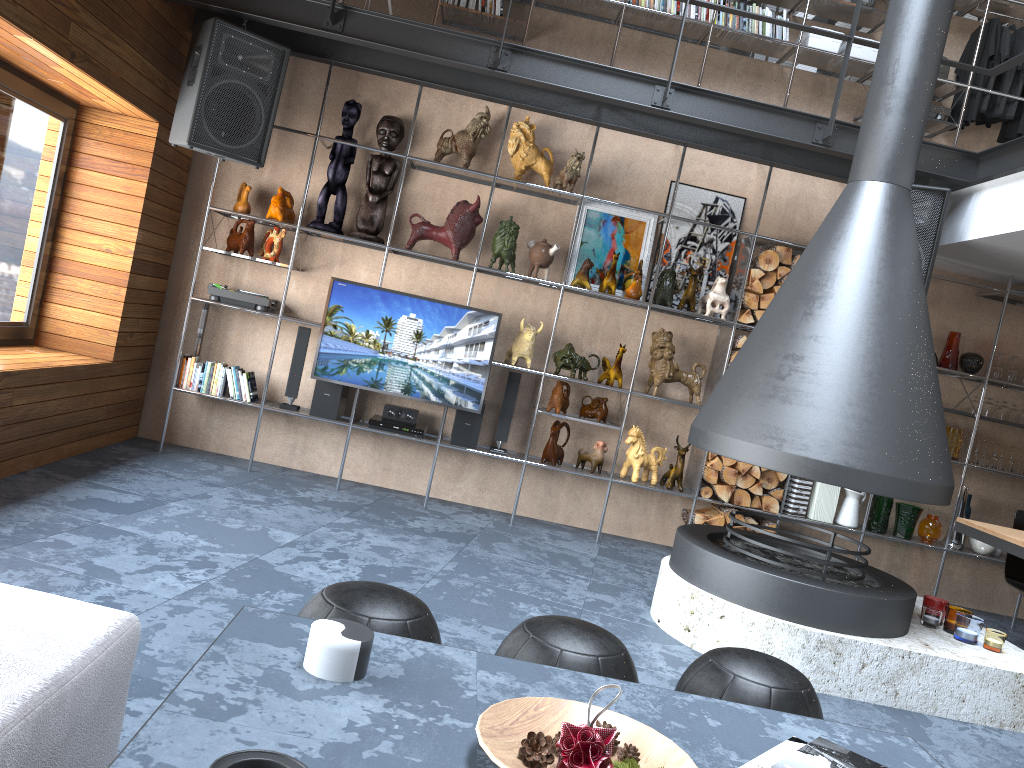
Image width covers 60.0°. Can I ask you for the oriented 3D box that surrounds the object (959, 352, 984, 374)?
[{"bbox_3d":[3.023,-0.133,5.844,0.148,0.149,0.149,14,3,40],"label":"object"}]

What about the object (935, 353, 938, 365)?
[{"bbox_3d":[2.752,-0.171,5.835,0.109,0.109,0.108,13,3,23],"label":"object"}]

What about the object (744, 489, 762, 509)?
[{"bbox_3d":[1.574,0.755,5.867,0.087,0.095,0.303,12,3,-3],"label":"object"}]

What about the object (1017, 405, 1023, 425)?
[{"bbox_3d":[3.388,0.208,5.853,0.092,0.124,0.092,13,3,23],"label":"object"}]

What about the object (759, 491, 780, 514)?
[{"bbox_3d":[1.664,0.765,5.843,0.126,0.112,0.287,12,3,-3],"label":"object"}]

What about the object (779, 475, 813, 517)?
[{"bbox_3d":[1.876,0.689,5.844,0.139,0.347,0.140,11,3,-23],"label":"object"}]

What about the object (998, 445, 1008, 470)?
[{"bbox_3d":[3.324,0.495,6.025,0.081,0.170,0.081,12,3,-7],"label":"object"}]

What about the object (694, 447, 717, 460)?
[{"bbox_3d":[1.289,0.432,5.830,0.097,0.120,0.308,12,3,-8],"label":"object"}]

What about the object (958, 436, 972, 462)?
[{"bbox_3d":[3.095,0.446,6.024,0.081,0.170,0.081,13,3,23],"label":"object"}]

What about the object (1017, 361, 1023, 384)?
[{"bbox_3d":[3.466,-0.061,5.997,0.071,0.184,0.070,11,3,-27],"label":"object"}]

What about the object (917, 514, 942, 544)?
[{"bbox_3d":[2.777,0.964,5.893,0.145,0.188,0.145,12,3,-11],"label":"object"}]

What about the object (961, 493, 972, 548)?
[{"bbox_3d":[3.060,0.924,6.045,0.099,0.372,0.099,10,4,-44],"label":"object"}]

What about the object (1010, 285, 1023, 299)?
[{"bbox_3d":[3.494,-0.630,5.921,0.311,0.164,0.322,11,3,-15],"label":"object"}]

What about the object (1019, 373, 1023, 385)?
[{"bbox_3d":[3.400,-0.068,5.850,0.071,0.184,0.070,11,3,-27],"label":"object"}]

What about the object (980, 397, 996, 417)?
[{"bbox_3d":[3.138,0.155,5.846,0.092,0.124,0.092,13,3,23],"label":"object"}]

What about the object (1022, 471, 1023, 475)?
[{"bbox_3d":[3.452,0.530,5.889,0.081,0.170,0.081,13,3,23],"label":"object"}]

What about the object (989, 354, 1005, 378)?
[{"bbox_3d":[3.266,-0.104,5.980,0.071,0.184,0.070,11,3,-27],"label":"object"}]

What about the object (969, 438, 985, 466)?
[{"bbox_3d":[3.075,0.449,5.868,0.081,0.170,0.081,13,3,23],"label":"object"}]

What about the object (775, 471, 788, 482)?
[{"bbox_3d":[1.721,0.560,5.855,0.111,0.121,0.310,12,3,-4],"label":"object"}]

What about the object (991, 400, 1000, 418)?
[{"bbox_3d":[3.285,0.178,6.021,0.092,0.124,0.092,13,3,23],"label":"object"}]

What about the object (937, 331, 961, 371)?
[{"bbox_3d":[2.889,-0.215,5.837,0.126,0.254,0.127,14,3,40],"label":"object"}]

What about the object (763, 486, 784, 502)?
[{"bbox_3d":[1.698,0.701,5.865,0.095,0.088,0.303,12,3,-5],"label":"object"}]

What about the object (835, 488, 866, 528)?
[{"bbox_3d":[2.241,0.818,5.871,0.146,0.245,0.171,14,3,27],"label":"object"}]

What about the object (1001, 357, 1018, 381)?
[{"bbox_3d":[3.362,-0.084,6.002,0.071,0.184,0.070,11,3,-27],"label":"object"}]

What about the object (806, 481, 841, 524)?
[{"bbox_3d":[2.057,0.757,5.840,0.148,0.287,0.092,12,3,-3],"label":"object"}]

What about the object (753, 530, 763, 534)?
[{"bbox_3d":[1.595,0.977,5.880,0.109,0.135,0.288,12,3,1],"label":"object"}]

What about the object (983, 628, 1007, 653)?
[{"bbox_3d":[2.164,1.153,3.979,0.086,0.088,0.086,12,3,2],"label":"object"}]

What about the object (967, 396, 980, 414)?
[{"bbox_3d":[3.136,0.146,6.013,0.092,0.124,0.092,13,3,23],"label":"object"}]

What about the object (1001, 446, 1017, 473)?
[{"bbox_3d":[3.314,0.500,5.890,0.081,0.170,0.081,12,3,-7],"label":"object"}]

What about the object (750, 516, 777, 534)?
[{"bbox_3d":[1.642,0.932,5.865,0.105,0.105,0.331,12,3,-6],"label":"object"}]

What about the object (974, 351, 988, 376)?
[{"bbox_3d":[3.162,-0.127,5.987,0.071,0.184,0.070,11,3,-27],"label":"object"}]

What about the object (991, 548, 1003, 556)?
[{"bbox_3d":[3.302,1.095,6.033,0.102,0.142,0.100,11,3,-23],"label":"object"}]

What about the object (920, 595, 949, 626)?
[{"bbox_3d":[2.040,1.096,4.289,0.114,0.117,0.114,11,3,-18],"label":"object"}]

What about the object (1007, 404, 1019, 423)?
[{"bbox_3d":[3.407,0.204,6.028,0.092,0.124,0.092,13,3,23],"label":"object"}]

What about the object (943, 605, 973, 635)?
[{"bbox_3d":[2.085,1.112,4.153,0.114,0.117,0.114,11,3,-18],"label":"object"}]

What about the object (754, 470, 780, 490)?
[{"bbox_3d":[1.657,0.610,5.876,0.143,0.143,0.286,12,3,-3],"label":"object"}]

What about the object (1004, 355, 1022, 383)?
[{"bbox_3d":[3.294,-0.091,5.835,0.071,0.184,0.070,11,3,-27],"label":"object"}]

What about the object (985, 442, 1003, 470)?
[{"bbox_3d":[3.206,0.476,5.889,0.081,0.170,0.081,12,3,-7],"label":"object"}]

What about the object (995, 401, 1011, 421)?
[{"bbox_3d":[3.258,0.179,5.880,0.092,0.124,0.092,13,3,23],"label":"object"}]

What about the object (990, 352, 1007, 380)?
[{"bbox_3d":[3.201,-0.111,5.836,0.071,0.184,0.070,11,3,-27],"label":"object"}]

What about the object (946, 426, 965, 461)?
[{"bbox_3d":[2.915,0.393,5.883,0.120,0.206,0.120,15,4,44],"label":"object"}]

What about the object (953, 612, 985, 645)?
[{"bbox_3d":[2.077,1.116,4.040,0.114,0.117,0.114,11,3,-18],"label":"object"}]

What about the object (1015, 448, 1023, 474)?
[{"bbox_3d":[3.456,0.523,6.042,0.081,0.170,0.081,13,3,23],"label":"object"}]

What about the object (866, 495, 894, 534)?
[{"bbox_3d":[2.450,0.837,5.887,0.130,0.295,0.125,13,3,22],"label":"object"}]

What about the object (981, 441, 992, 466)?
[{"bbox_3d":[3.216,0.472,6.034,0.081,0.170,0.081,12,3,-7],"label":"object"}]

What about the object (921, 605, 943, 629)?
[{"bbox_3d":[1.981,1.103,4.189,0.086,0.088,0.086,12,3,-8],"label":"object"}]

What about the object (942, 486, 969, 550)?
[{"bbox_3d":[2.976,0.887,5.909,0.129,0.420,0.129,12,3,0],"label":"object"}]

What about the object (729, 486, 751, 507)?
[{"bbox_3d":[1.470,0.720,5.838,0.135,0.114,0.299,12,3,-5],"label":"object"}]

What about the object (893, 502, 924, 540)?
[{"bbox_3d":[2.619,0.913,5.892,0.161,0.219,0.157,15,4,43],"label":"object"}]

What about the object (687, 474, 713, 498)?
[{"bbox_3d":[1.246,0.675,5.861,0.103,0.110,0.312,12,3,-7],"label":"object"}]

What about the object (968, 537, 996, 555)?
[{"bbox_3d":[3.149,1.043,5.924,0.177,0.188,0.177,14,3,38],"label":"object"}]
